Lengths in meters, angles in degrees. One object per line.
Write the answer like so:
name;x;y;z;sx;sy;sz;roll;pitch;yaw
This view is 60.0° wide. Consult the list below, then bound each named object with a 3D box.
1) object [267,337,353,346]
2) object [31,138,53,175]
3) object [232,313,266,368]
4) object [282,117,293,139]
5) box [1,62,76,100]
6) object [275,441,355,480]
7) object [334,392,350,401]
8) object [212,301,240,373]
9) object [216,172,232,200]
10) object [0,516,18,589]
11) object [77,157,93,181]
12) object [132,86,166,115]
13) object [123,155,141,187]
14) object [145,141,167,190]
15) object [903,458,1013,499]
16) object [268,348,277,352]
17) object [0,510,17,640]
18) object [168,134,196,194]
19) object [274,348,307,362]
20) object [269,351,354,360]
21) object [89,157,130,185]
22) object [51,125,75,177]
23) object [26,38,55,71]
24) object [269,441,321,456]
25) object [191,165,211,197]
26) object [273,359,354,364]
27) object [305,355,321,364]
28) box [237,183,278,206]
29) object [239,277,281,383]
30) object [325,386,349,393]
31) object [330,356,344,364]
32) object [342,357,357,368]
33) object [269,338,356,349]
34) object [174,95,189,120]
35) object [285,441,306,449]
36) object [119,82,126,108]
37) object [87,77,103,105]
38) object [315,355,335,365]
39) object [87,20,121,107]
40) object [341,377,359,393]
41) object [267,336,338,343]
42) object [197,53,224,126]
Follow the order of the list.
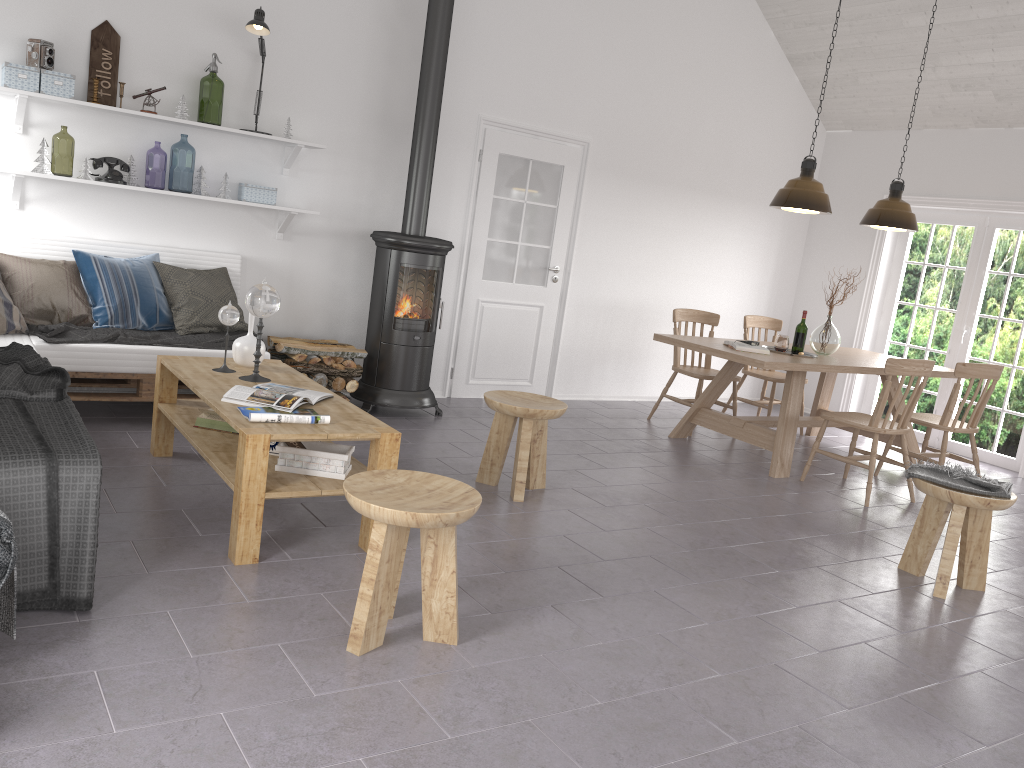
object;-1.299;-0.251;5.713;0.541;0.070;0.101;2;12;-33
object;-2.550;-1.244;4.824;0.113;0.195;0.107;3;11;-27
object;-1.262;-0.243;4.278;0.155;0.325;0.155;13;11;26
object;-1.393;-1.591;5.518;0.073;0.142;0.072;8;10;-2
box;-2.556;-1.624;4.780;0.332;0.131;0.242;2;12;-34
object;-0.780;0.294;3.512;0.281;0.102;0.155;8;10;-2
object;-1.187;0.054;5.795;0.096;0.060;0.467;2;12;-34
object;-1.315;-0.222;4.094;0.109;0.329;0.109;12;11;24
object;-1.747;-1.209;5.390;0.088;0.161;0.093;4;11;-25
object;-1.469;0.509;2.278;0.367;0.332;0.303;10;10;11
object;-2.354;-1.193;4.898;0.068;0.124;0.072;16;13;39
object;-2.077;-1.626;5.068;0.177;0.172;0.092;12;11;23
object;-2.205;-1.236;5.122;0.127;0.176;0.007;3;11;-29
object;-2.060;-1.266;5.134;0.111;0.270;0.111;5;10;-16
object;2.031;0.429;4.045;0.462;0.120;0.348;13;11;25
object;-1.357;-0.186;5.833;0.483;0.097;0.123;2;11;-32
object;-1.508;0.513;2.324;0.349;0.356;0.290;0;13;-40
object;-1.935;-1.293;5.203;0.137;0.335;0.137;-2;14;-45
object;-1.398;-0.200;5.580;0.098;0.061;0.467;2;12;-33
object;-1.294;-0.173;5.733;0.562;0.057;0.097;1;12;-34
object;-2.285;-1.213;5.021;0.203;0.146;0.171;6;10;-11
object;-2.459;-1.275;4.855;0.111;0.270;0.111;5;10;-16
object;-2.524;-1.765;4.768;0.117;0.157;0.121;11;10;15
object;-0.958;0.199;3.761;0.302;0.161;0.302;1;12;-38
object;-1.873;-1.227;5.341;0.097;0.178;0.103;11;10;18
object;-1.267;-0.127;5.629;0.538;0.082;0.099;1;12;-34
object;-1.332;-0.197;5.632;0.098;0.060;0.467;2;11;-31
box;-1.582;-1.178;5.509;0.202;0.110;0.137;2;12;-34
object;-1.134;-0.249;3.991;0.155;0.468;0.155;15;12;34
object;-1.234;0.023;5.602;0.468;0.069;0.095;2;12;-34
object;-1.190;-0.190;5.713;0.044;0.034;0.425;1;12;-35
object;-1.137;-0.190;5.759;0.098;0.088;0.466;2;12;-33
object;-1.250;-0.232;5.623;0.562;0.074;0.095;2;12;-33
object;-1.906;-1.600;5.128;0.075;0.147;0.075;12;10;22
object;-0.842;0.263;3.516;0.182;0.139;0.090;12;10;20
object;-2.195;-1.617;4.982;0.052;0.148;0.052;11;10;17
object;-2.297;-1.618;4.892;0.085;0.152;0.085;6;10;-11
object;-1.256;-0.195;5.682;0.096;0.068;0.467;1;12;-34
object;-2.295;-1.800;4.990;0.154;0.480;0.053;3;11;-29
object;-1.146;-0.061;5.812;0.118;0.142;0.520;2;11;-31
object;-1.352;-0.269;5.777;0.467;0.063;0.095;2;12;-34
object;-1.766;-1.733;5.218;0.136;0.415;0.136;8;10;-1
